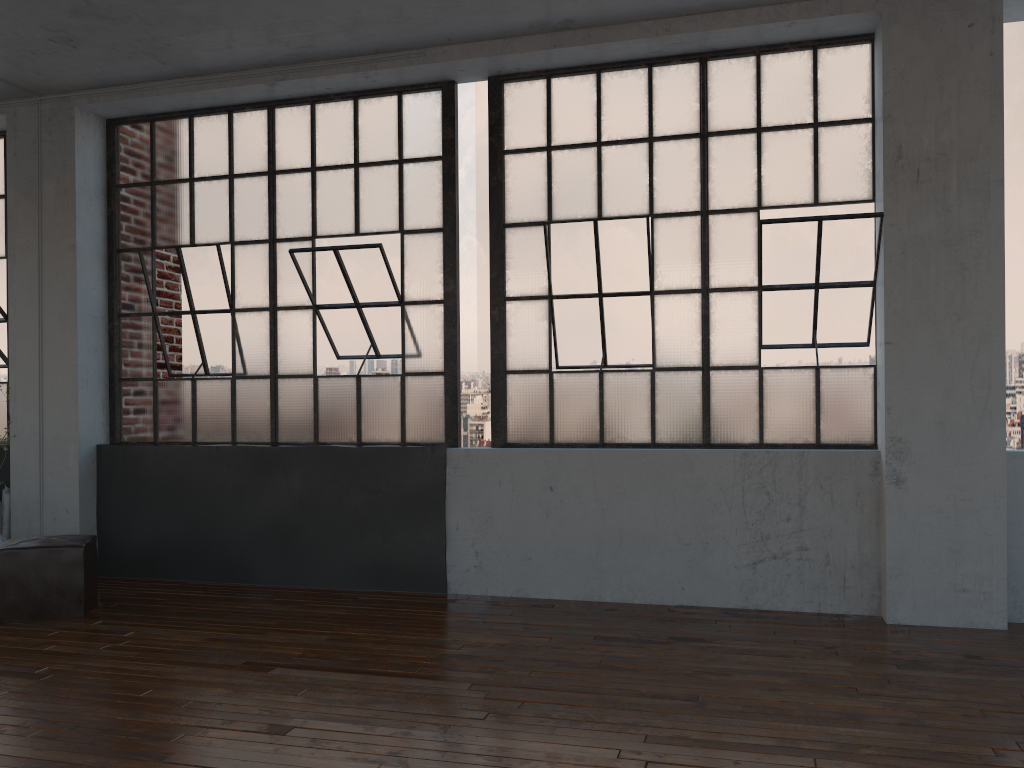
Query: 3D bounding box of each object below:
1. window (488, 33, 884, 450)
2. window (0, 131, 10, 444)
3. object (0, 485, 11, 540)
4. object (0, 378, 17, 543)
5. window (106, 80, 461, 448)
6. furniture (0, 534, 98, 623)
[{"bbox_3d":[1.118,-0.766,5.133,2.591,2.391,0.669,-1,0,15],"label":"window"},{"bbox_3d":[-4.553,-0.678,6.702,2.591,2.391,0.669,-1,0,15],"label":"window"},{"bbox_3d":[-3.570,1.015,6.144,0.293,0.627,0.274,0,0,-33],"label":"object"},{"bbox_3d":[-3.100,0.623,5.336,0.330,1.340,0.618,-1,0,-38],"label":"object"},{"bbox_3d":[-1.586,-0.724,5.881,2.591,2.391,0.669,-1,0,15],"label":"window"},{"bbox_3d":[-2.651,1.104,5.048,0.503,0.460,0.503,0,-1,-17],"label":"furniture"}]
